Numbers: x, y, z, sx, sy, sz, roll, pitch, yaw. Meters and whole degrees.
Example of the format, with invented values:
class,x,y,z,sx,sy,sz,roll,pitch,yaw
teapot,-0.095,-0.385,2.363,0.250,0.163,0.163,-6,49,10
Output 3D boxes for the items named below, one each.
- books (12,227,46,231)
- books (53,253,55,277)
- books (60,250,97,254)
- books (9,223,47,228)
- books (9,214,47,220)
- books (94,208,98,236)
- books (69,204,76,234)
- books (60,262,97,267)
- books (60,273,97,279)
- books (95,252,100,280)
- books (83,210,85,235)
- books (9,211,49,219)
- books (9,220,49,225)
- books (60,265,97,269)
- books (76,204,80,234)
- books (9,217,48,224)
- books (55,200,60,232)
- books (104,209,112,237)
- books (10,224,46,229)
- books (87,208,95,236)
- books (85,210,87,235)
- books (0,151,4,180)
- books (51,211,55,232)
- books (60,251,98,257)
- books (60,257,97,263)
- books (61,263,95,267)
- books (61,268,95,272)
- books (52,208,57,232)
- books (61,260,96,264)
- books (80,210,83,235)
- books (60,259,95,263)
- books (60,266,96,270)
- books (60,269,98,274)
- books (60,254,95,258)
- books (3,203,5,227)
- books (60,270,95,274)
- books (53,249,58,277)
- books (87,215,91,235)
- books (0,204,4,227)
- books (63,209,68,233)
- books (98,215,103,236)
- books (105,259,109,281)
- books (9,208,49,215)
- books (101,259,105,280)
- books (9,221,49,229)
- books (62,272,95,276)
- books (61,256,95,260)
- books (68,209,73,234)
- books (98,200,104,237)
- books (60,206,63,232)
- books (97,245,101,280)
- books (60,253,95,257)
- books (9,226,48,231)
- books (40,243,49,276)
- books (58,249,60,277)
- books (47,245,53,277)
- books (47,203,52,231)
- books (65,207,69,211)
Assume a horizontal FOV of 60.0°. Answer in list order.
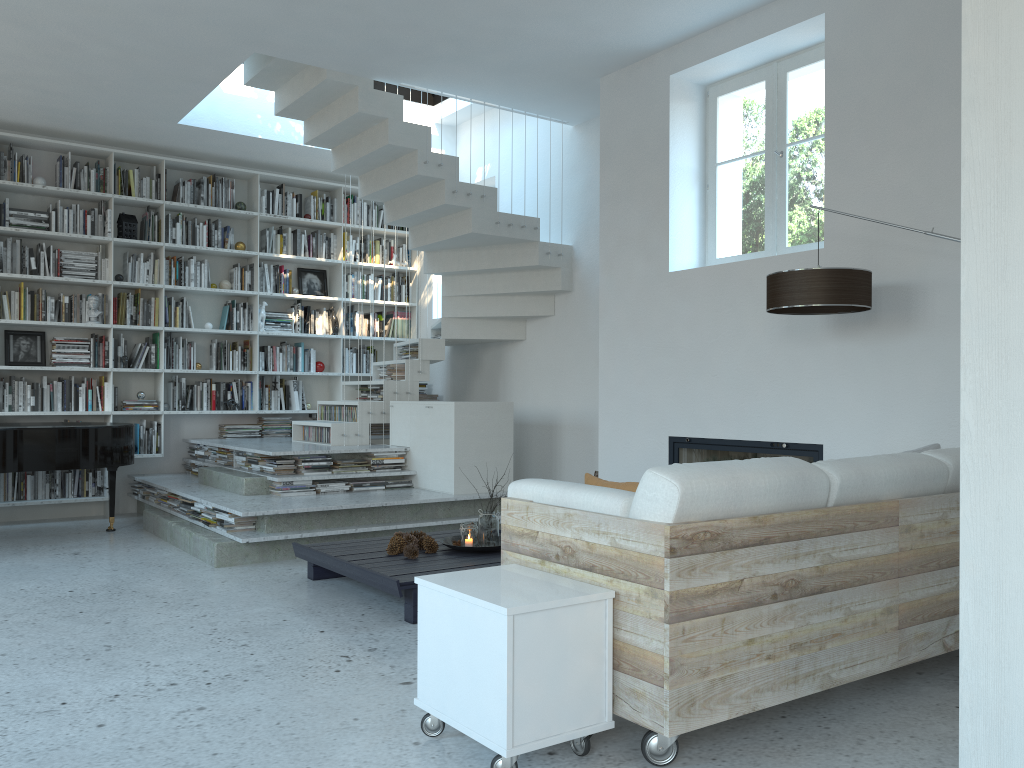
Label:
class,x,y,z,sx,sy,sz,roll,pitch,yaw
books,-3.992,-1.260,7.312,0.254,0.012,0.161,1,-1,-31
books,-3.846,-0.981,7.420,0.024,0.216,0.132,0,0,-35
books,-3.691,-1.110,7.531,0.285,0.012,0.159,1,-1,-33
books,-3.993,-1.297,7.314,0.254,0.012,0.161,1,-1,-38
books,-3.990,-1.363,7.313,0.254,0.025,0.161,1,-1,-39
books,-3.582,-1.367,7.607,0.029,0.261,0.133,0,0,-35
books,-3.727,-1.375,7.520,0.029,0.273,0.140,0,0,-35
books,-3.690,-1.011,7.529,0.285,0.012,0.159,1,-1,-32
books,-3.693,-0.914,7.533,0.285,0.012,0.159,1,-1,-34
books,-3.555,-0.996,7.610,0.012,0.254,0.161,0,0,-35
books,-3.654,-1.352,7.550,0.010,0.230,0.152,0,0,-35
books,-3.993,-1.388,7.317,0.285,0.024,0.159,1,-1,-33
books,-3.994,-1.321,7.316,0.285,0.012,0.159,1,-1,-37
books,-3.693,-0.986,7.533,0.285,0.012,0.159,1,-1,-34
books,-3.694,-1.373,7.518,0.023,0.269,0.185,0,0,-35
books,-3.989,-1.339,7.311,0.285,0.024,0.159,1,-1,-30
books,-3.803,-1.382,7.421,0.011,0.284,0.190,0,0,-35
books,-3.473,-1.354,7.599,0.037,0.237,0.272,0,0,-35
books,-3.990,-1.285,7.311,0.254,0.012,0.161,1,-1,-30
books,-3.597,-1.361,7.577,0.032,0.248,0.173,0,0,-35
books,-3.641,-1.352,7.551,0.012,0.230,0.158,0,0,-35
books,-4.145,-1.738,7.190,0.026,0.253,0.185,0,0,-35
books,-3.844,-1.334,7.407,0.025,0.187,0.193,0,0,-35
books,-3.687,-1.098,7.525,0.285,0.012,0.159,1,-1,-40
books,-3.693,-1.047,7.533,0.285,0.012,0.159,1,-1,-36
books,-3.693,-0.999,7.533,0.254,0.012,0.161,1,-1,-34
books,-3.691,-0.962,7.531,0.254,0.012,0.161,1,-1,-33
books,-3.841,-1.351,7.445,0.024,0.223,0.128,0,0,-35
books,-3.690,-1.023,7.529,0.254,0.012,0.161,1,-1,-38
books,-3.670,-1.349,7.524,0.023,0.223,0.190,0,0,-35
books,-3.691,-1.035,7.531,0.254,0.012,0.161,1,-1,-33
books,-3.691,-0.975,7.531,0.254,0.012,0.161,1,-1,-37
books,-3.690,-0.950,7.529,0.285,0.012,0.159,1,-1,-38
books,-3.691,-1.073,7.531,0.254,0.012,0.161,1,-1,-33
books,-4.137,-1.353,7.211,0.013,0.218,0.141,0,0,-35
books,-3.693,-0.938,7.533,0.254,0.012,0.161,1,-1,-36
books,-3.825,-0.995,7.424,0.015,0.245,0.183,0,0,-35
books,-3.622,-1.331,7.560,0.029,0.188,0.176,0,0,-35
books,-4.146,-1.345,7.189,0.027,0.201,0.167,0,0,-35
books,-3.769,-1.347,7.462,0.027,0.216,0.190,0,0,-35
books,-3.550,-1.337,7.612,0.029,0.202,0.191,0,0,-35
books,-3.515,-0.971,7.661,0.030,0.205,0.158,0,0,-35
books,-3.995,-1.412,7.321,0.285,0.024,0.159,1,-1,-35
books,-3.536,-0.968,7.639,0.029,0.198,0.172,0,0,-35
books,-3.993,-1.309,7.314,0.285,0.012,0.159,1,-1,-38
books,-3.694,-0.926,7.534,0.254,0.012,0.161,1,-1,-35
books,-3.687,-1.059,7.526,0.254,0.012,0.161,1,-1,-30
books,-3.739,-1.348,7.487,0.028,0.219,0.183,0,0,-35
books,-3.538,-1.403,7.632,0.012,0.334,0.155,0,0,-35
books,-3.799,-1.358,7.444,0.021,0.237,0.171,0,0,-35
books,-3.554,-1.028,7.630,0.012,0.319,0.140,0,0,-35
books,-3.694,-1.085,7.534,0.254,0.012,0.161,1,-1,-35
books,-3.993,-1.272,7.314,0.285,0.012,0.159,1,-1,-32
books,-3.892,-1.019,7.386,0.049,0.291,0.162,0,0,-35
books,-3.806,-0.996,7.422,0.013,0.247,0.176,0,0,-35
books,-3.855,-1.008,7.394,0.021,0.269,0.191,0,0,-35
books,-3.862,-1.367,7.400,0.012,0.254,0.161,0,0,-35
books,-3.761,-1.361,7.483,0.012,0.244,0.131,0,0,-35
